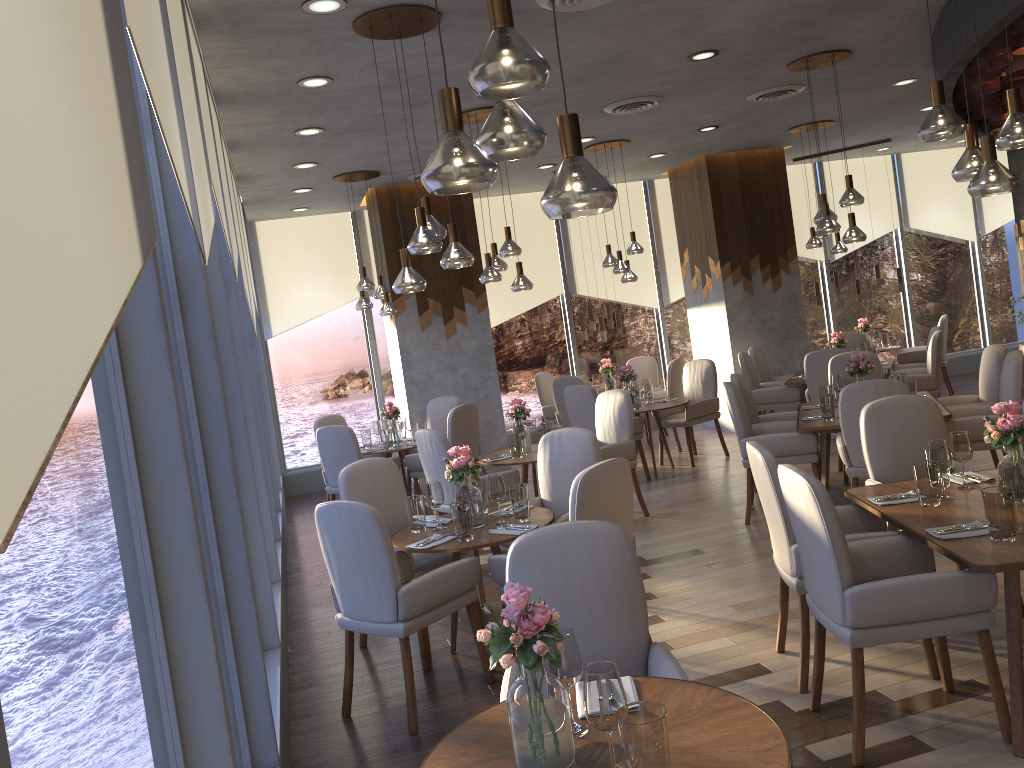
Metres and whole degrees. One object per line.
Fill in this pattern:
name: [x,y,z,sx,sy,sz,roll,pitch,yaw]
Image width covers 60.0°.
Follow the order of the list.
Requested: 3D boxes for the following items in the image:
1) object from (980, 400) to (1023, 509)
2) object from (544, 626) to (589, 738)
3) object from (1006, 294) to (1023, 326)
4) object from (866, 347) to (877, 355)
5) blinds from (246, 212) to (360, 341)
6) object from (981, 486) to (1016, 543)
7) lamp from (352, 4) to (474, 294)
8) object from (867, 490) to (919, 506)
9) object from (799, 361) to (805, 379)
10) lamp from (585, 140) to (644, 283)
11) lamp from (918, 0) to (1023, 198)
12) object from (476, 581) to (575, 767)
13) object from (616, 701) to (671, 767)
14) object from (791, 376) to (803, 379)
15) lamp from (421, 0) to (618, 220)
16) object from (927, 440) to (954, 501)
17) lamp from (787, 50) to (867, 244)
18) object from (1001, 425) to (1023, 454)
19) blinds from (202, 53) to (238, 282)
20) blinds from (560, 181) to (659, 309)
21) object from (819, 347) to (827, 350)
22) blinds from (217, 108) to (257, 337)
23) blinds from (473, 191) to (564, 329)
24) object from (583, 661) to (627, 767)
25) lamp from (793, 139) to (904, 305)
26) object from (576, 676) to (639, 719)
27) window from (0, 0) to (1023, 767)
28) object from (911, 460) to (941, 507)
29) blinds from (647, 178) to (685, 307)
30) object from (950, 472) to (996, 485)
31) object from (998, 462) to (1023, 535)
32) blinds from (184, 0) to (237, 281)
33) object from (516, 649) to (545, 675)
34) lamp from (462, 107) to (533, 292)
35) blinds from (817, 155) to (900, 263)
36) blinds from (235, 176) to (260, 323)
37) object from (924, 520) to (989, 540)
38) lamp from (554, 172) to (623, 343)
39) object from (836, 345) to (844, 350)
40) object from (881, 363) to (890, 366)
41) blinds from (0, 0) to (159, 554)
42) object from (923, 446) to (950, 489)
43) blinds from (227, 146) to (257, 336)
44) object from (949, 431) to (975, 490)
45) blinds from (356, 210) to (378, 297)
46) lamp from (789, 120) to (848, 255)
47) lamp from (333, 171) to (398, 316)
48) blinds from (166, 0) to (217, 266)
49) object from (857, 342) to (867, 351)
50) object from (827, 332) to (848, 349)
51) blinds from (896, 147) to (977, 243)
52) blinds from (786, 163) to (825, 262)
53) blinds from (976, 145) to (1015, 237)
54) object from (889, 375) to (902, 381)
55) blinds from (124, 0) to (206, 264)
object: [1.958,0.270,3.466,0.210,0.415,0.198,-8,3,-2]
object: [0.130,0.711,2.121,0.092,0.244,0.092,-9,3,-23]
object: [5.360,-0.529,8.776,0.747,1.614,0.789,-8,3,-8]
object: [3.810,-0.297,9.365,0.102,0.178,0.102,-10,3,-34]
blinds: [-2.478,-1.911,10.325,1.175,2.677,0.007,-9,2,-14]
object: [1.689,0.452,3.064,0.102,0.178,0.102,-8,3,8]
lamp: [-0.472,-1.130,4.390,0.440,1.324,0.439,-9,3,-21]
object: [1.671,0.483,3.800,0.255,0.019,0.158,-8,4,2]
object: [2.951,-0.141,8.901,0.102,0.178,0.102,-6,3,34]
lamp: [1.010,-1.635,8.539,0.439,1.324,0.440,-8,2,-7]
lamp: [1.738,-1.374,3.393,0.439,1.324,0.440,-7,3,25]
object: [0.037,0.648,1.981,0.197,0.415,0.210,-8,3,8]
object: [0.272,0.748,1.787,0.102,0.178,0.102,-10,3,-33]
object: [2.991,-0.078,9.067,0.254,0.019,0.158,-6,5,28]
lamp: [-0.068,-1.013,1.933,0.440,1.324,0.439,-9,2,-15]
object: [1.789,0.360,3.698,0.092,0.244,0.092,-7,3,21]
lamp: [2.289,-1.663,6.369,0.440,1.324,0.439,-8,2,-9]
object: [2.157,0.300,3.805,0.092,0.244,0.092,-8,2,6]
blinds: [-2.015,-1.969,5.941,0.007,2.677,1.173,-9,3,-14]
blinds: [1.152,-2.199,11.263,1.175,2.677,0.007,-9,2,-14]
object: [3.320,-0.264,9.420,0.092,0.244,0.092,-10,3,-37]
blinds: [-2.286,-1.717,7.161,0.007,2.677,1.173,-9,3,-14]
blinds: [-0.044,-2.014,10.954,1.175,2.677,0.007,-9,2,-14]
object: [0.203,0.718,1.874,0.092,0.244,0.092,-7,3,21]
lamp: [4.241,-1.972,11.098,1.159,1.929,0.118,-7,3,31]
object: [0.242,0.799,2.259,0.157,0.019,0.255,-8,4,2]
window: [0.460,-0.843,8.230,8.047,3.195,16.173,-6,5,31]
object: [1.705,0.409,3.637,0.102,0.178,0.102,-8,3,8]
blinds: [2.344,-2.409,11.571,1.175,2.677,0.007,-9,2,-14]
object: [2.046,0.419,3.962,0.157,0.019,0.255,-8,4,0]
object: [1.772,0.403,3.126,0.092,0.244,0.092,-9,3,-24]
blinds: [-1.699,-1.927,4.718,0.007,2.677,1.173,-9,3,-14]
object: [0.072,0.746,2.212,0.102,0.178,0.102,-8,3,-2]
lamp: [-0.125,-1.334,6.576,0.440,1.324,0.439,-9,2,-12]
blinds: [4.712,-3.063,12.182,1.175,2.677,0.007,-9,2,-14]
blinds: [-2.938,-1.988,9.571,0.007,2.677,1.173,-9,3,-14]
object: [1.654,0.526,3.227,0.255,0.019,0.158,-8,4,2]
lamp: [0.929,-1.434,10.157,0.118,1.929,1.164,-7,3,31]
object: [3.509,-0.294,9.460,0.092,0.244,0.092,-8,2,6]
object: [3.788,-0.202,9.206,0.254,0.019,0.158,-6,5,29]
blinds: [-0.680,-1.229,1.116,0.007,2.677,1.173,-9,3,-14]
object: [1.878,0.366,3.907,0.102,0.178,0.102,-8,3,6]
blinds: [-2.598,-1.758,8.369,0.007,2.677,1.173,-9,3,-14]
object: [1.940,0.330,3.819,0.092,0.244,0.092,-8,2,2]
blinds: [-1.280,-2.103,10.634,1.175,2.677,0.007,-9,2,-14]
lamp: [3.146,-1.977,9.073,0.440,1.324,0.439,-9,3,-29]
lamp: [-1.354,-1.280,8.270,0.438,1.324,0.440,-6,3,43]
blinds: [-1.367,-1.742,3.517,0.007,2.677,1.173,-9,3,-14]
object: [3.698,-0.313,9.350,0.092,0.244,0.092,-9,3,-18]
object: [3.376,-0.335,9.142,0.198,0.415,0.210,-10,3,-37]
blinds: [5.907,-3.255,12.490,1.175,2.677,0.007,-9,2,-14]
blinds: [3.513,-2.893,11.872,1.175,2.677,0.007,-9,2,-14]
blinds: [7.093,-3.513,12.797,1.175,2.677,0.007,-9,2,-14]
object: [2.670,0.060,6.154,0.092,0.244,0.092,-9,3,-22]
blinds: [-1.054,-1.701,2.309,0.007,2.677,1.173,-9,3,-14]
